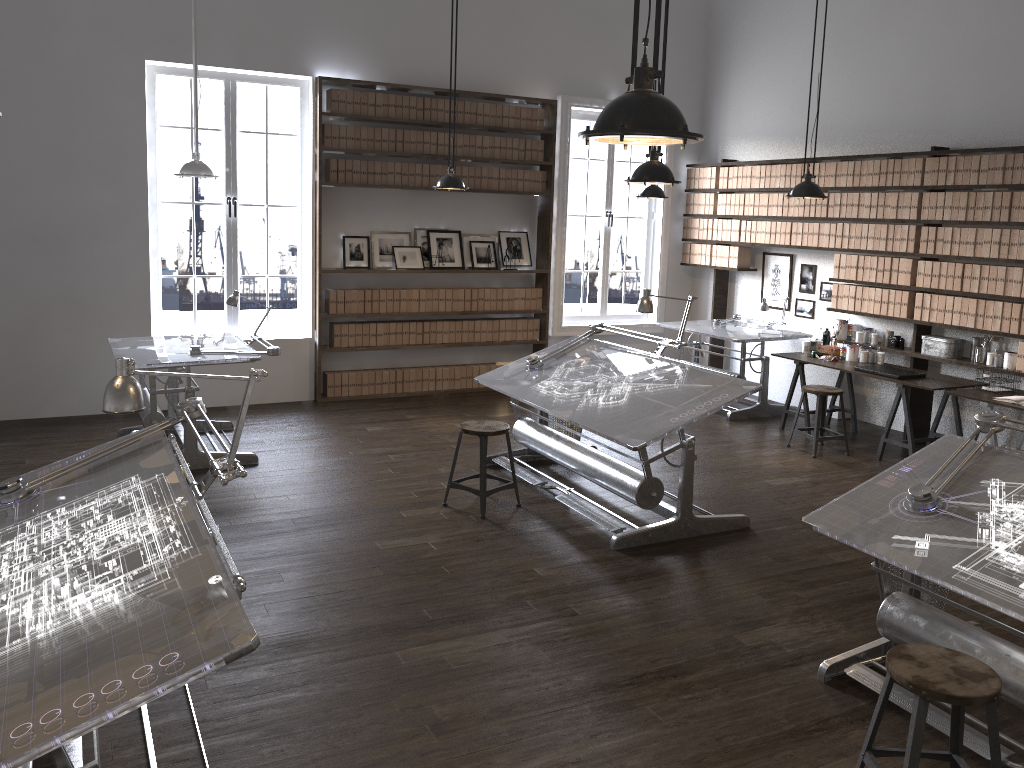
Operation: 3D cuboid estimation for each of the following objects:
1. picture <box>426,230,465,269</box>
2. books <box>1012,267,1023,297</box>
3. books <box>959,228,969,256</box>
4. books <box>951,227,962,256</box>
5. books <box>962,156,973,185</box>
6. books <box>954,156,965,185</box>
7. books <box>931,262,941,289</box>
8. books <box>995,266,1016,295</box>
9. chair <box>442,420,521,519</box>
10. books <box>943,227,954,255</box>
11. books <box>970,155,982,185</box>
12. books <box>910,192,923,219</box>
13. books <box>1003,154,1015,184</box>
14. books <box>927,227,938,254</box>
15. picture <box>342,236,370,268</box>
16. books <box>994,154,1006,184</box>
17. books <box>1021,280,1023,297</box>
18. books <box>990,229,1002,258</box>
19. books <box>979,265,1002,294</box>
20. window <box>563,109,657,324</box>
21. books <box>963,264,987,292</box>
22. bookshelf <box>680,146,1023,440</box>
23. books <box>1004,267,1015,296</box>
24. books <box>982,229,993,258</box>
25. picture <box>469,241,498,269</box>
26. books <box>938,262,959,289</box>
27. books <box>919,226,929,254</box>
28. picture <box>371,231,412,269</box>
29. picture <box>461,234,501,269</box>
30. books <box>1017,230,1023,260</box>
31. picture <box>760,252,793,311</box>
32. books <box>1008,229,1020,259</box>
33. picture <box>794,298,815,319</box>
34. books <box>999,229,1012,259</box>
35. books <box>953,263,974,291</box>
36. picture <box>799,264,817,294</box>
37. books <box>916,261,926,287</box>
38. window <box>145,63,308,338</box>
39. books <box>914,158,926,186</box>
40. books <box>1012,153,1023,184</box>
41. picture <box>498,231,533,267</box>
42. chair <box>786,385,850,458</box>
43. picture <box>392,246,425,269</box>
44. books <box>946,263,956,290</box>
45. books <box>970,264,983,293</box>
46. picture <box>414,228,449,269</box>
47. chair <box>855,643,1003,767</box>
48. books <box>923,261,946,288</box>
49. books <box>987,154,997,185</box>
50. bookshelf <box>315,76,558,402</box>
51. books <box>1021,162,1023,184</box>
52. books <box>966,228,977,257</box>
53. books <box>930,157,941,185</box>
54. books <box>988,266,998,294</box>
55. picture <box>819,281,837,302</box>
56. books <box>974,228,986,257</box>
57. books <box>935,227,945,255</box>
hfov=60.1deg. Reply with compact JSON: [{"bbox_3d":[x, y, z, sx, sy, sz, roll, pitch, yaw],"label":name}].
[{"bbox_3d":[-0.670,-1.358,8.963,0.374,0.388,0.150,-3,10,-27],"label":"picture"},{"bbox_3d":[3.798,-0.749,6.559,0.175,0.224,0.067,-3,9,-27],"label":"books"},{"bbox_3d":[3.597,-1.108,6.938,0.175,0.224,0.067,-3,9,-27],"label":"books"},{"bbox_3d":[3.565,-1.121,7.001,0.174,0.224,0.067,-3,9,-27],"label":"books"},{"bbox_3d":[3.599,-1.657,6.892,0.175,0.224,0.067,-3,9,-27],"label":"books"},{"bbox_3d":[3.570,-1.670,6.954,0.174,0.224,0.067,-3,9,-27],"label":"books"},{"bbox_3d":[3.485,-0.875,7.164,0.175,0.224,0.067,-3,9,-27],"label":"books"},{"bbox_3d":[3.737,-0.772,6.672,0.175,0.224,0.067,-3,9,-27],"label":"books"},{"bbox_3d":[-0.179,0.517,5.541,0.360,0.524,0.373,10,12,41],"label":"chair"},{"bbox_3d":[3.530,-1.134,7.061,0.174,0.224,0.067,-3,9,-27],"label":"books"},{"bbox_3d":[3.628,-1.644,6.828,0.175,0.224,0.067,-3,9,-27],"label":"books"},{"bbox_3d":[3.387,-1.466,7.320,0.175,0.224,0.067,-3,9,-27],"label":"books"},{"bbox_3d":[3.753,-1.594,6.592,0.175,0.224,0.067,-3,9,-27],"label":"books"},{"bbox_3d":[3.463,-1.161,7.190,0.175,0.224,0.067,-3,9,-27],"label":"books"},{"bbox_3d":[-1.513,-1.282,8.617,0.267,0.313,0.058,-3,9,-27],"label":"picture"},{"bbox_3d":[3.718,-1.606,6.649,0.175,0.224,0.067,-3,9,-27],"label":"books"},{"bbox_3d":[3.829,-0.735,6.494,0.175,0.224,0.067,-3,9,-27],"label":"books"},{"bbox_3d":[3.715,-1.058,6.698,0.175,0.224,0.067,-3,9,-27],"label":"books"},{"bbox_3d":[3.680,-0.798,6.796,0.174,0.224,0.067,-3,9,-27],"label":"books"},{"bbox_3d":[1.045,-1.790,9.717,1.246,2.293,0.154,-2,9,-27],"label":"window"},{"bbox_3d":[3.617,-0.824,6.922,0.175,0.224,0.067,-3,9,-27],"label":"books"},{"bbox_3d":[4.127,-0.086,6.146,0.374,3.182,9.243,-2,11,-27],"label":"bookshelf"},{"bbox_3d":[3.771,-0.760,6.615,0.175,0.224,0.067,-3,9,-27],"label":"books"},{"bbox_3d":[3.684,-1.072,6.763,0.175,0.224,0.067,-3,9,-27],"label":"books"},{"bbox_3d":[-0.295,-1.333,9.169,0.290,0.288,0.128,-3,10,-27],"label":"picture"},{"bbox_3d":[3.518,-0.864,7.110,0.175,0.224,0.067,-3,9,-27],"label":"books"},{"bbox_3d":[3.435,-1.175,7.257,0.175,0.224,0.067,-3,9,-27],"label":"books"},{"bbox_3d":[-1.187,-1.322,8.757,0.416,0.362,0.084,-3,9,-27],"label":"picture"},{"bbox_3d":[-0.323,-1.374,9.195,0.434,0.358,0.096,-3,10,-27],"label":"picture"},{"bbox_3d":[3.811,-1.020,6.514,0.174,0.224,0.067,-3,9,-27],"label":"books"},{"bbox_3d":[2.706,-1.051,9.059,0.040,0.570,0.418,-2,10,-27],"label":"picture"},{"bbox_3d":[3.783,-1.033,6.577,0.174,0.224,0.067,-3,9,-27],"label":"books"},{"bbox_3d":[2.890,-0.745,8.737,0.023,0.182,0.253,-2,11,-27],"label":"picture"},{"bbox_3d":[3.750,-1.045,6.638,0.175,0.224,0.067,-3,9,-27],"label":"books"},{"bbox_3d":[3.578,-0.838,6.985,0.175,0.224,0.067,-3,9,-27],"label":"books"},{"bbox_3d":[2.905,-1.031,8.688,0.022,0.282,0.203,-2,10,-27],"label":"picture"},{"bbox_3d":[3.423,-0.902,7.293,0.174,0.224,0.067,-3,9,-27],"label":"books"},{"bbox_3d":[-2.546,-1.581,8.038,1.484,2.479,0.154,-3,9,-27],"label":"window"},{"bbox_3d":[3.398,-1.737,7.274,0.175,0.224,0.067,-3,9,-27],"label":"books"},{"bbox_3d":[3.785,-1.581,6.530,0.174,0.224,0.067,-3,9,-27],"label":"books"},{"bbox_3d":[0.035,-1.424,9.339,0.343,0.362,0.162,-3,10,-27],"label":"picture"},{"bbox_3d":[2.495,0.294,7.169,0.358,0.524,0.374,-1,9,-19],"label":"chair"},{"bbox_3d":[-1.023,-1.248,8.767,0.300,0.227,0.145,-3,10,-27],"label":"picture"},{"bbox_3d":[3.549,-0.852,7.053,0.175,0.224,0.067,-3,9,-27],"label":"books"},{"bbox_3d":[3.644,-0.811,6.857,0.174,0.224,0.067,-3,9,-27],"label":"books"},{"bbox_3d":[-0.805,-1.367,8.952,0.370,0.403,0.092,-3,9,-27],"label":"picture"},{"bbox_3d":[1.284,1.112,2.694,0.358,0.524,0.374,2,9,1],"label":"chair"},{"bbox_3d":[3.453,-0.889,7.228,0.175,0.224,0.067,-3,9,-27],"label":"books"},{"bbox_3d":[3.692,-1.619,6.710,0.175,0.224,0.067,-3,9,-27],"label":"books"},{"bbox_3d":[-0.790,-1.053,8.971,2.475,3.696,0.415,-3,9,-27],"label":"bookshelf"},{"bbox_3d":[3.813,-1.568,6.465,0.174,0.224,0.067,-3,9,-27],"label":"books"},{"bbox_3d":[3.622,-1.095,6.876,0.175,0.224,0.067,-3,9,-27],"label":"books"},{"bbox_3d":[3.466,-1.709,7.140,0.175,0.224,0.067,-3,9,-27],"label":"books"},{"bbox_3d":[3.712,-0.785,6.734,0.175,0.224,0.067,-3,9,-27],"label":"books"},{"bbox_3d":[3.035,-0.876,8.438,0.023,0.182,0.253,-2,11,-27],"label":"picture"},{"bbox_3d":[3.657,-1.083,6.819,0.175,0.224,0.067,-3,9,-27],"label":"books"},{"bbox_3d":[3.502,-1.147,7.126,0.175,0.224,0.067,-3,9,-27],"label":"books"}]
